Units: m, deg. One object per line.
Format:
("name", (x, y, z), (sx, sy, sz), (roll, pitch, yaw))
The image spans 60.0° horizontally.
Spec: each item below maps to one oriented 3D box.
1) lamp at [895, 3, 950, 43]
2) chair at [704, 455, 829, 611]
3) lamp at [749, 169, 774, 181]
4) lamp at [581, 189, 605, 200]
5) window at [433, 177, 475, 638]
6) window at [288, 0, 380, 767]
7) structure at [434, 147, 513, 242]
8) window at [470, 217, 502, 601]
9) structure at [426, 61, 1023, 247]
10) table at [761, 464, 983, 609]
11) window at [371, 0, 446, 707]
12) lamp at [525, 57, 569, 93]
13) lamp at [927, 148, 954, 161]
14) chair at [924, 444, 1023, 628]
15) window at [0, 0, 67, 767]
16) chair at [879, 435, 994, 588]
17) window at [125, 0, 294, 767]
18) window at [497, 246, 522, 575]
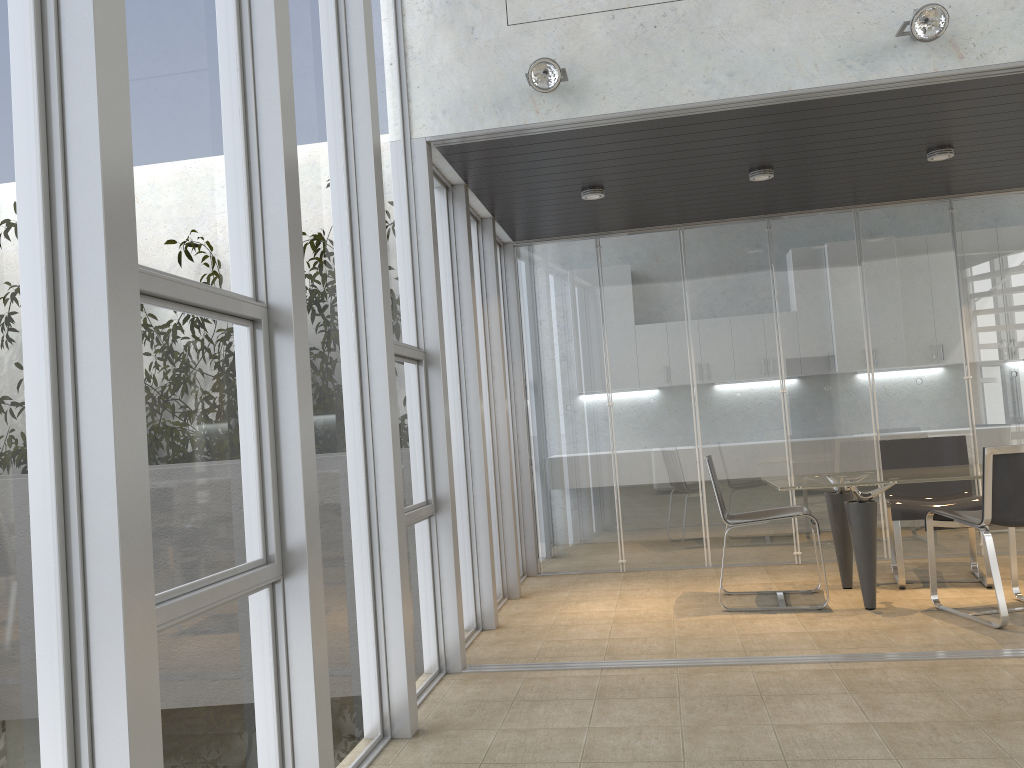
("lamp", (1.872, -1.613, 4.026), (0.197, 0.154, 0.254), (-5, -3, 9))
("chair", (1.573, 0.895, 5.539), (0.660, 0.922, 0.546), (-5, -3, 14))
("lamp", (1.584, -1.326, 5.630), (0.149, 0.038, 0.149), (-5, -3, 24))
("lamp", (0.530, -1.241, 5.801), (0.149, 0.038, 0.149), (-5, -3, 24))
("window", (-0.378, 0.114, 4.981), (0.010, 2.645, 0.741), (-5, -3, 9))
("window", (-0.784, -1.451, 3.256), (0.010, 5.650, 0.741), (-5, -3, 9))
("structure", (3.057, 0.726, 4.117), (6.700, 6.900, 4.916), (-5, -3, 9))
("window", (-0.229, 0.150, 5.881), (0.010, 2.645, 0.741), (-5, -3, 9))
("structure", (0.978, -2.110, 1.845), (9.817, 6.605, 10.665), (-5, -3, 8))
("table", (2.743, 0.889, 5.353), (2.250, 0.733, 0.900), (-5, -3, 9))
("window", (-0.620, -1.417, 4.154), (0.050, 5.700, 0.800), (-5, -3, 9))
("lamp", (0.166, -1.477, 4.290), (0.197, 0.154, 0.228), (-5, -3, 9))
("lamp", (2.638, -1.411, 5.459), (0.149, 0.038, 0.149), (-5, -3, 24))
("chair", (2.658, 0.778, 4.785), (0.546, 0.922, 0.660), (-4, -3, -6))
("window", (-1.082, -1.523, 1.455), (0.010, 5.650, 0.741), (-5, -3, 9))
("chair", (2.763, 0.824, 5.818), (0.546, 0.922, 0.660), (-5, -3, 19))
("window", (-0.918, -1.488, 2.353), (0.050, 5.700, 0.800), (-5, -3, 9))
("window", (-0.080, 0.185, 6.782), (0.010, 2.645, 0.741), (-5, -3, 9))
